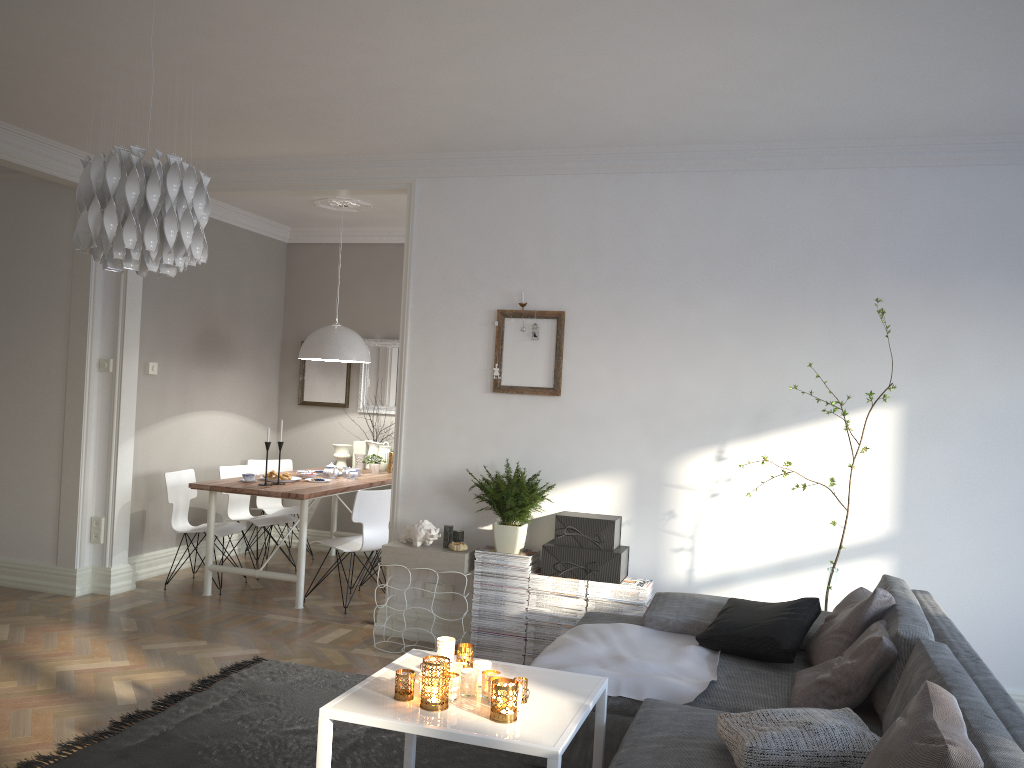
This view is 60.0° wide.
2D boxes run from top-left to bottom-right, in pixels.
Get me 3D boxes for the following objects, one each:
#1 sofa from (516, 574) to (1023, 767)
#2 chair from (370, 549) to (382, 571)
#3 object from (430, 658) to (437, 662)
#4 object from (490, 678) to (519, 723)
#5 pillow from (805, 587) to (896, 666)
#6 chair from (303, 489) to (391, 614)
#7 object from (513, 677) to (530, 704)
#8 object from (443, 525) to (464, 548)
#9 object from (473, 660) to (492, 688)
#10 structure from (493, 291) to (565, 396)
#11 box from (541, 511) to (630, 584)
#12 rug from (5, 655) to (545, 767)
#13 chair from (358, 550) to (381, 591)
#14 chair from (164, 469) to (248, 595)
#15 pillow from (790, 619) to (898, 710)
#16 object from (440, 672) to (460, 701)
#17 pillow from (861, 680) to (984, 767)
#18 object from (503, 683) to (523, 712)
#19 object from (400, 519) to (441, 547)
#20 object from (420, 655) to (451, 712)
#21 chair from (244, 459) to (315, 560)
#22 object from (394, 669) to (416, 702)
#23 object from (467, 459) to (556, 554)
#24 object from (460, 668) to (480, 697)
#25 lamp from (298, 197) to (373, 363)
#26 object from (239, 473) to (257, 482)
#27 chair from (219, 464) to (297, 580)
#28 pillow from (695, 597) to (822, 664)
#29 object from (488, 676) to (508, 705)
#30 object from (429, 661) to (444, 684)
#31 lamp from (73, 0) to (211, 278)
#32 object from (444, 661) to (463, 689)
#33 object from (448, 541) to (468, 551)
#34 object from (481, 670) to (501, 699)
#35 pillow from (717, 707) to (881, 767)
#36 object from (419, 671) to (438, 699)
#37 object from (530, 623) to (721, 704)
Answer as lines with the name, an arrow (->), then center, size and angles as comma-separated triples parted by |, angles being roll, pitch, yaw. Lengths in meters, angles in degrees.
sofa -> 0.687, 1.154, 2.818 | 1.554, 0.772, 2.633 | 3, -1, 17
chair -> -0.818, 1.089, 6.996 | 0.479, 0.786, 0.431 | 3, 0, 7
object -> -0.239, 0.918, 2.847 | 0.056, 0.066, 0.056 | 3, 0, -21
object -> -0.022, 0.913, 2.560 | 0.080, 0.104, 0.080 | 3, 0, 7
pillow -> 1.327, 0.962, 3.459 | 0.324, 0.403, 0.430 | 3, 0, 5
chair -> -1.041, 1.062, 5.853 | 0.479, 0.786, 0.432 | 3, 0, 37
object -> 0.028, 0.937, 2.711 | 0.054, 0.068, 0.047 | 3, 0, -23
object -> -0.325, 0.839, 4.921 | 0.123, 0.134, 0.062 | 3, 0, -32
object -> -0.096, 0.928, 2.840 | 0.060, 0.073, 0.060 | 3, 0, 42
structure -> 0.091, -0.230, 4.934 | 0.398, 0.574, 0.053 | 3, 0, 15
box -> 0.388, 0.858, 4.685 | 0.419, 0.316, 0.298 | 3, 0, 17
rug -> -0.654, 1.435, 3.344 | 2.111, 0.055, 2.016 | 3, -1, 17
chair -> -0.768, 1.083, 6.351 | 0.479, 0.786, 0.432 | 3, 0, 22
chair -> -2.123, 1.006, 6.141 | 0.479, 0.786, 0.431 | 3, 0, 7
pillow -> 1.155, 0.977, 3.097 | 0.337, 0.311, 0.415 | 3, 0, 23
object -> -0.191, 0.921, 2.700 | 0.060, 0.073, 0.060 | 3, 0, 6
pillow -> 0.853, 0.882, 1.929 | 0.242, 0.390, 0.426 | 3, 0, 18
object -> 0.001, 0.931, 2.630 | 0.060, 0.073, 0.060 | 3, 0, -21
object -> -0.504, 0.822, 4.914 | 0.137, 0.150, 0.311 | 3, -1, -43
object -> -0.229, 0.885, 2.626 | 0.090, 0.140, 0.087 | 3, 0, -12
chair -> -1.913, 1.033, 7.300 | 0.432, 0.786, 0.479 | 3, 0, -42
object -> -0.325, 0.911, 2.683 | 0.060, 0.079, 0.060 | 3, 0, 7
object -> -0.018, 0.664, 4.780 | 0.438, 0.527, 0.368 | 3, 0, 17
object -> -0.132, 0.925, 2.749 | 0.060, 0.073, 0.060 | 3, 0, -27
lamp -> -1.287, -0.763, 6.606 | 0.530, 1.182, 0.530 | 3, 0, 25
object -> -1.794, 0.639, 6.046 | 0.116, 0.056, 0.137 | 4, -1, -42
chair -> -1.930, 1.024, 6.711 | 0.479, 0.786, 0.432 | 3, 0, 27
pillow -> 1.015, 0.995, 3.649 | 0.421, 0.248, 0.402 | 3, -1, 38
object -> -0.044, 0.929, 2.681 | 0.060, 0.073, 0.060 | 3, 0, 42
object -> -0.239, 0.921, 2.847 | 0.060, 0.073, 0.060 | 3, 0, -3
lamp -> -1.034, -0.848, 2.539 | 0.355, 1.065, 0.354 | 3, 0, -30
object -> -0.187, 0.923, 2.805 | 0.060, 0.073, 0.060 | 3, 0, -3
object -> -0.290, 0.884, 4.825 | 0.099, 0.046, 0.104 | 3, -1, -27
object -> -0.067, 0.929, 2.742 | 0.060, 0.073, 0.060 | 3, 0, 42
pillow -> 0.790, 0.993, 2.435 | 0.406, 0.194, 0.404 | 3, -1, 4
object -> -0.255, 0.918, 2.694 | 0.060, 0.073, 0.060 | 3, 0, 6
object -> 0.443, 1.256, 3.527 | 0.725, 0.437, 0.812 | 3, -1, 16
